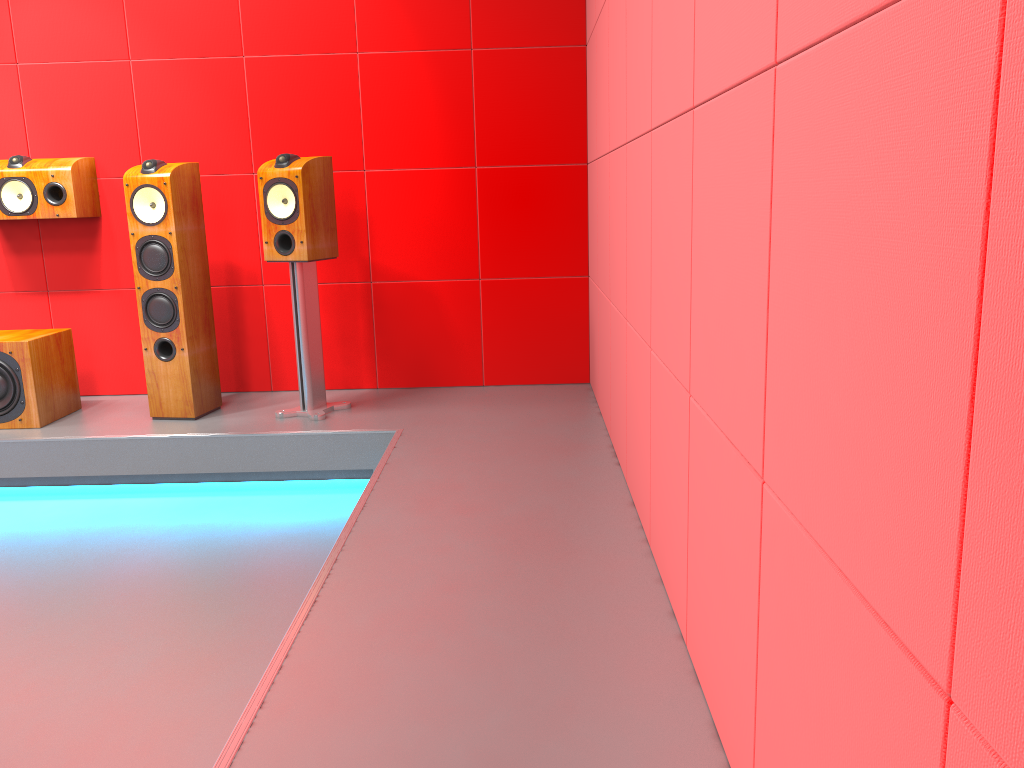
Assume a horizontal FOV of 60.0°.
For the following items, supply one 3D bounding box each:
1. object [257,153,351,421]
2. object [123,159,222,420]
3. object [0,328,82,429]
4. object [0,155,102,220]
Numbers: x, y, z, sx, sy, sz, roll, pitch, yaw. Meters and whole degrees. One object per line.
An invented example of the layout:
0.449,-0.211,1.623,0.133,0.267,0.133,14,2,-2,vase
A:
-0.851,-0.399,3.639,0.231,1.058,0.265,3,13,21,object
-1.400,-0.387,3.671,0.203,1.052,0.238,1,12,11,object
-2.096,-0.026,3.730,0.360,0.360,0.360,-1,12,1,object
-2.114,-0.861,3.886,0.493,0.271,0.235,-1,12,1,object
